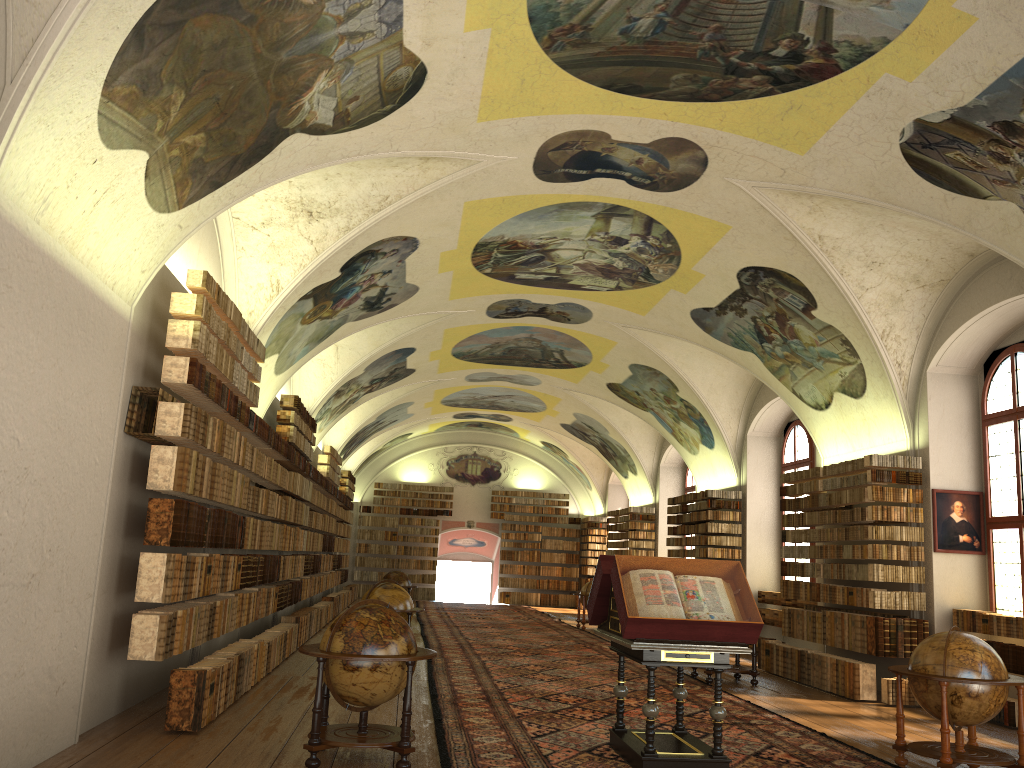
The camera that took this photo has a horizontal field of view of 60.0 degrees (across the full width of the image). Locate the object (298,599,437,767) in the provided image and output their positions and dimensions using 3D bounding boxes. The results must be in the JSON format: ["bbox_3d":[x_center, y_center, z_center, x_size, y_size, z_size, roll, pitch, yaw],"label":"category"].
[{"bbox_3d":[-1.350,2.737,8.231,1.282,1.443,1.280,13,-14,-43],"label":"object"}]

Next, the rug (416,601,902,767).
[{"bbox_3d":[0.480,5.528,18.364,4.704,0.064,37.032,4,-11,-6],"label":"rug"}]

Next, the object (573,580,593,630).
[{"bbox_3d":[2.439,6.475,26.104,1.280,1.443,1.283,-5,-13,36],"label":"object"}]

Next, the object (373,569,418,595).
[{"bbox_3d":[-3.367,6.059,25.510,1.280,1.443,1.283,-5,-13,36],"label":"object"}]

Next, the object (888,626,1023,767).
[{"bbox_3d":[4.446,3.154,8.836,1.279,1.443,1.283,-3,-12,31],"label":"object"}]

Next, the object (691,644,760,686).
[{"bbox_3d":[3.683,4.417,15.400,1.282,1.443,1.280,13,-14,-43],"label":"object"}]

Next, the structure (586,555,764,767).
[{"bbox_3d":[1.515,2.717,8.739,1.245,1.974,1.898,4,-11,-6],"label":"structure"}]

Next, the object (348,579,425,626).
[{"bbox_3d":[-2.114,3.999,14.795,1.279,1.443,1.283,-3,-12,31],"label":"object"}]
